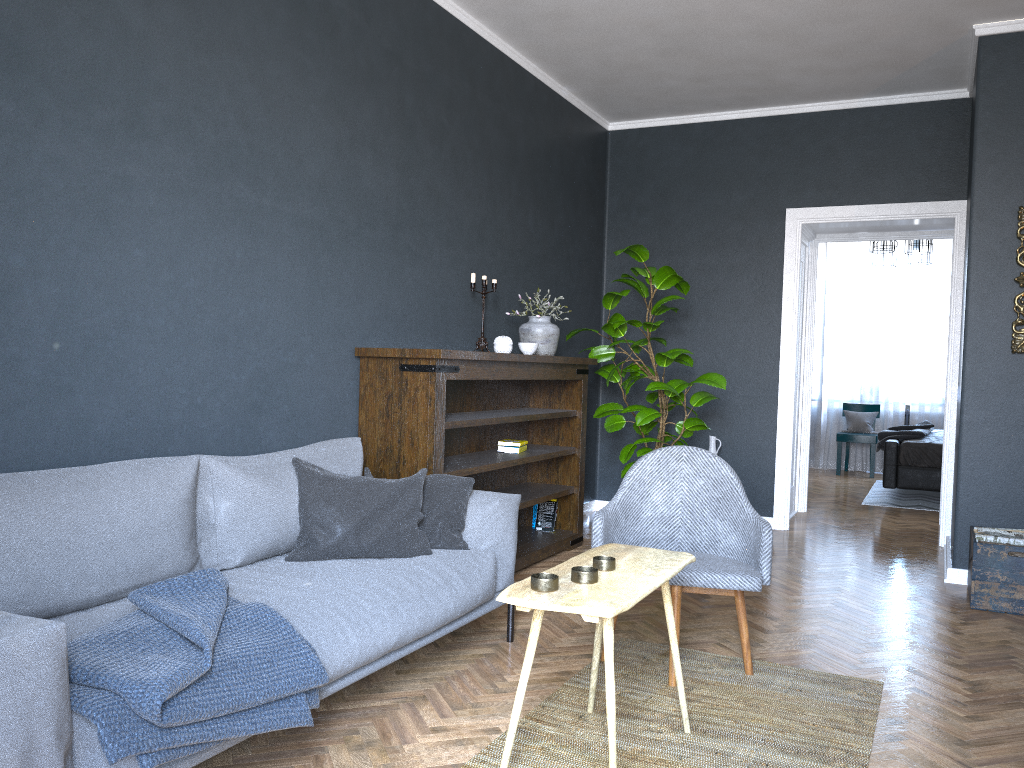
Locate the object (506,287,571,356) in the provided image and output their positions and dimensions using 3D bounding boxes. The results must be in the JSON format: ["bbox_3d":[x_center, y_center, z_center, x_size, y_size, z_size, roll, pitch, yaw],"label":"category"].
[{"bbox_3d":[0.157,-0.369,5.224,0.385,0.412,0.275,2,2,4],"label":"object"}]

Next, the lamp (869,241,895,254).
[{"bbox_3d":[3.510,-1.604,8.372,0.210,0.714,0.210,3,3,39],"label":"lamp"}]

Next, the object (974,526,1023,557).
[{"bbox_3d":[2.519,0.856,4.444,0.369,0.247,0.533,2,2,26],"label":"object"}]

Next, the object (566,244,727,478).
[{"bbox_3d":[0.845,0.077,5.715,1.118,1.900,0.763,2,2,20],"label":"object"}]

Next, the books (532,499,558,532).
[{"bbox_3d":[0.211,0.820,5.548,0.179,0.193,0.122,3,2,29],"label":"books"}]

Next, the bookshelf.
[{"bbox_3d":[-0.105,0.424,4.777,0.451,1.173,1.918,3,2,26],"label":"bookshelf"}]

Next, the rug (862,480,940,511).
[{"bbox_3d":[4.130,1.069,8.302,1.458,0.013,2.045,2,1,26],"label":"rug"}]

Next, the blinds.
[{"bbox_3d":[4.637,-0.355,10.140,3.991,2.790,0.312,2,2,26],"label":"blinds"}]

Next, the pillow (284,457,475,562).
[{"bbox_3d":[-0.494,0.449,3.294,0.442,0.362,0.797,3,2,44],"label":"pillow"}]

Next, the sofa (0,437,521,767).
[{"bbox_3d":[-0.819,0.629,2.763,0.970,0.798,2.339,2,1,25],"label":"sofa"}]

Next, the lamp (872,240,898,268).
[{"bbox_3d":[3.681,-1.555,8.723,0.210,0.805,0.210,3,3,39],"label":"lamp"}]

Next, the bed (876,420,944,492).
[{"bbox_3d":[4.624,0.507,8.087,2.374,1.162,2.265,2,2,26],"label":"bed"}]

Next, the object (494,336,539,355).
[{"bbox_3d":[0.024,-0.213,4.919,0.255,0.104,0.118,2,2,-9],"label":"object"}]

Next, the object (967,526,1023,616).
[{"bbox_3d":[2.512,0.932,4.448,0.383,0.326,0.552,3,2,26],"label":"object"}]

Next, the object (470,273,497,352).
[{"bbox_3d":[-0.172,-0.385,4.838,0.130,0.438,0.145,1,2,-28],"label":"object"}]

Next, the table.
[{"bbox_3d":[0.259,0.794,2.478,0.339,0.550,0.787,3,2,26],"label":"table"}]

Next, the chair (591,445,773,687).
[{"bbox_3d":[0.618,0.654,3.335,0.645,0.811,0.494,2,2,4],"label":"chair"}]

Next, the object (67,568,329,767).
[{"bbox_3d":[-0.796,0.667,2.112,0.490,0.329,0.666,3,2,31],"label":"object"}]

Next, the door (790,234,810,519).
[{"bbox_3d":[2.124,-0.058,6.766,0.162,2.188,0.856,3,2,26],"label":"door"}]

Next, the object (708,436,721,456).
[{"bbox_3d":[1.334,0.499,6.325,0.229,0.268,0.228,1,2,-30],"label":"object"}]

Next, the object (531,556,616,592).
[{"bbox_3d":[0.184,0.504,2.358,0.103,0.033,0.369,3,1,36],"label":"object"}]

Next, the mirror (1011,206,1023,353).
[{"bbox_3d":[3.118,-0.530,4.443,1.056,0.784,0.067,2,2,26],"label":"mirror"}]

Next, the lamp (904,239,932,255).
[{"bbox_3d":[3.668,-1.558,7.975,0.210,0.770,0.210,3,3,39],"label":"lamp"}]

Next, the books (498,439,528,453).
[{"bbox_3d":[0.022,0.384,5.112,0.174,0.113,0.197,2,1,15],"label":"books"}]

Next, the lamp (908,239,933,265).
[{"bbox_3d":[4.095,-1.574,8.864,0.210,0.747,0.210,3,3,39],"label":"lamp"}]

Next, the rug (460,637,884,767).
[{"bbox_3d":[0.464,1.073,2.534,1.003,0.013,2.011,2,1,26],"label":"rug"}]

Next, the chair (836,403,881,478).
[{"bbox_3d":[3.926,0.626,10.047,0.435,0.799,0.592,3,2,26],"label":"chair"}]
